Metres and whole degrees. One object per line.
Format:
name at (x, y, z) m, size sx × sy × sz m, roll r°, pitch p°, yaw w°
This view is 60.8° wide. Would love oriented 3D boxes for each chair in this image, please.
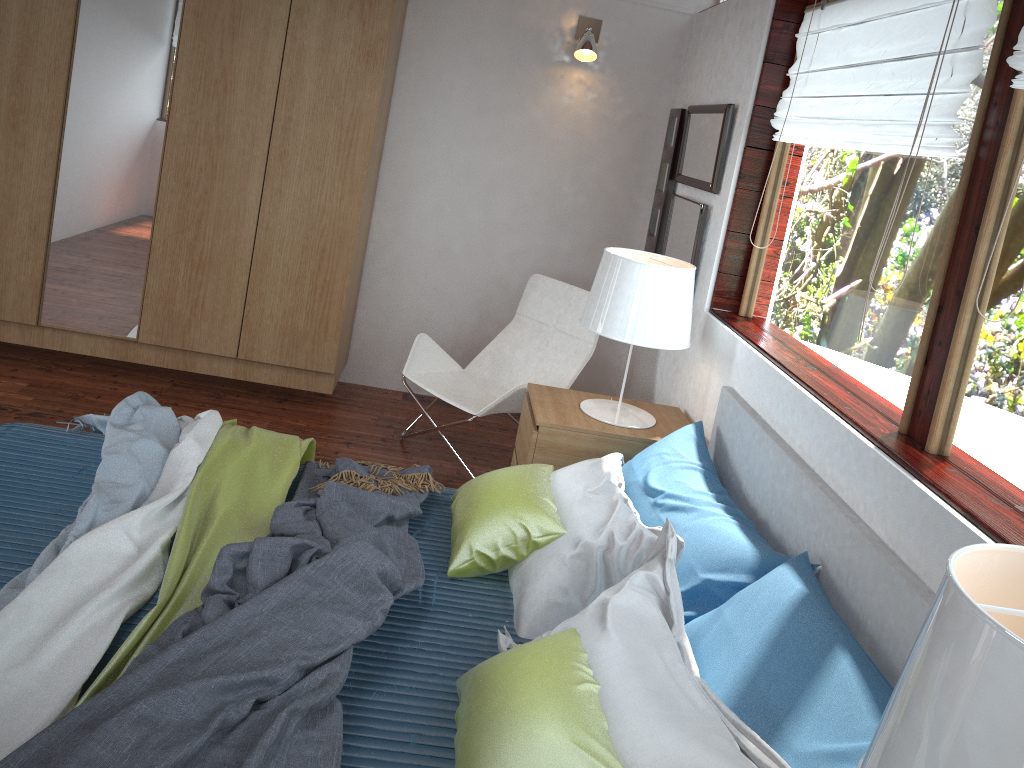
chair at (-0.017, -0.058, 3.889) m, size 0.798 × 0.778 × 0.720 m, roll -1°, pitch 16°, yaw -44°

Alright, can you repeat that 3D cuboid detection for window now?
window at (-2.907, -1.388, 1.555) m, size 8.273 × 1.883 × 5.463 m, roll 9°, pitch 15°, yaw -5°

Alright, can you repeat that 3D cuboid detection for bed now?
bed at (-0.500, 0.481, 1.919) m, size 2.568 × 0.749 × 2.217 m, roll 9°, pitch 15°, yaw -4°

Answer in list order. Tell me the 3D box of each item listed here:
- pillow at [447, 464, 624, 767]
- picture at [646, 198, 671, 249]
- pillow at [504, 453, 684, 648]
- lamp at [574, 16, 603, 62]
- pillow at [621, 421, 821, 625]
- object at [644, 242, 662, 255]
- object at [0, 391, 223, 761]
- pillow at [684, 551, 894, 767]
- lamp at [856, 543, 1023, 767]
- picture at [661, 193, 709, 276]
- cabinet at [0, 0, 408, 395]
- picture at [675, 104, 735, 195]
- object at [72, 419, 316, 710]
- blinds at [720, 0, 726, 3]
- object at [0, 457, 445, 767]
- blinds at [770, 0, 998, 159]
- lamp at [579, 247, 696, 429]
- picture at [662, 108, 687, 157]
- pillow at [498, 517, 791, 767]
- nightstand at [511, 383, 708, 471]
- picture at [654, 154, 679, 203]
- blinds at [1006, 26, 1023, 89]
pillow at (0.013, 0.492, 2.026) m, size 0.310 × 0.213 × 1.430 m, roll 9°, pitch 16°, yaw -6°
picture at (0.715, -0.789, 4.278) m, size 0.040 × 0.219 × 0.230 m, roll 10°, pitch 12°, yaw -6°
pillow at (0.187, 0.389, 2.427) m, size 0.470 × 0.349 × 0.907 m, roll 8°, pitch 15°, yaw -10°
lamp at (0.380, -1.715, 4.335) m, size 0.121 × 0.222 × 0.157 m, roll 10°, pitch 10°, yaw -4°
pillow at (0.495, 0.392, 2.492) m, size 0.346 × 0.319 × 0.947 m, roll 9°, pitch 15°, yaw -8°
object at (0.677, -0.574, 4.304) m, size 0.040 × 0.219 × 0.230 m, roll 10°, pitch 12°, yaw -6°
object at (-1.072, 0.486, 1.966) m, size 0.533 × 0.365 × 2.240 m, roll 8°, pitch 16°, yaw -10°
pillow at (0.540, 0.660, 1.637) m, size 0.365 × 0.309 × 0.956 m, roll 9°, pitch 15°, yaw -8°
lamp at (0.560, 0.522, 0.900) m, size 0.403 × 0.574 × 0.420 m, roll 8°, pitch 10°, yaw -14°
picture at (0.726, -0.558, 3.797) m, size 0.043 × 0.492 × 0.522 m, roll 10°, pitch 12°, yaw -6°
cabinet at (-1.699, -1.355, 4.030) m, size 2.195 × 2.352 × 0.598 m, roll 10°, pitch 7°, yaw -4°
picture at (0.816, -1.022, 3.750) m, size 0.042 × 0.352 × 0.649 m, roll 10°, pitch 14°, yaw -6°
object at (-0.725, 0.607, 1.966) m, size 0.489 × 0.433 × 2.187 m, roll 9°, pitch 16°, yaw -10°
blinds at (1.116, -1.972, 3.813) m, size 0.032 × 0.546 × 1.069 m, roll 10°, pitch 14°, yaw -6°
object at (-0.481, 0.511, 1.912) m, size 0.630 × 0.394 × 2.194 m, roll 11°, pitch 16°, yaw 3°
blinds at (1.052, -0.955, 2.634) m, size 0.054 × 0.479 × 1.281 m, roll 10°, pitch 15°, yaw -6°
lamp at (0.439, -0.171, 3.150) m, size 0.404 × 0.574 × 0.419 m, roll 9°, pitch 10°, yaw -8°
picture at (0.789, -1.220, 4.227) m, size 0.040 × 0.219 × 0.230 m, roll 10°, pitch 12°, yaw -6°
pillow at (0.227, 0.598, 1.614) m, size 0.358 × 0.379 × 0.886 m, roll 9°, pitch 15°, yaw -11°
nightstand at (0.318, 0.366, 3.212) m, size 0.607 × 0.528 × 0.442 m, roll 10°, pitch 11°, yaw -5°
picture at (0.752, -1.005, 4.253) m, size 0.040 × 0.219 × 0.230 m, roll 10°, pitch 12°, yaw -6°
blinds at (1.199, -0.532, 0.586) m, size 0.054 × 0.634 × 2.657 m, roll 10°, pitch 16°, yaw -6°
